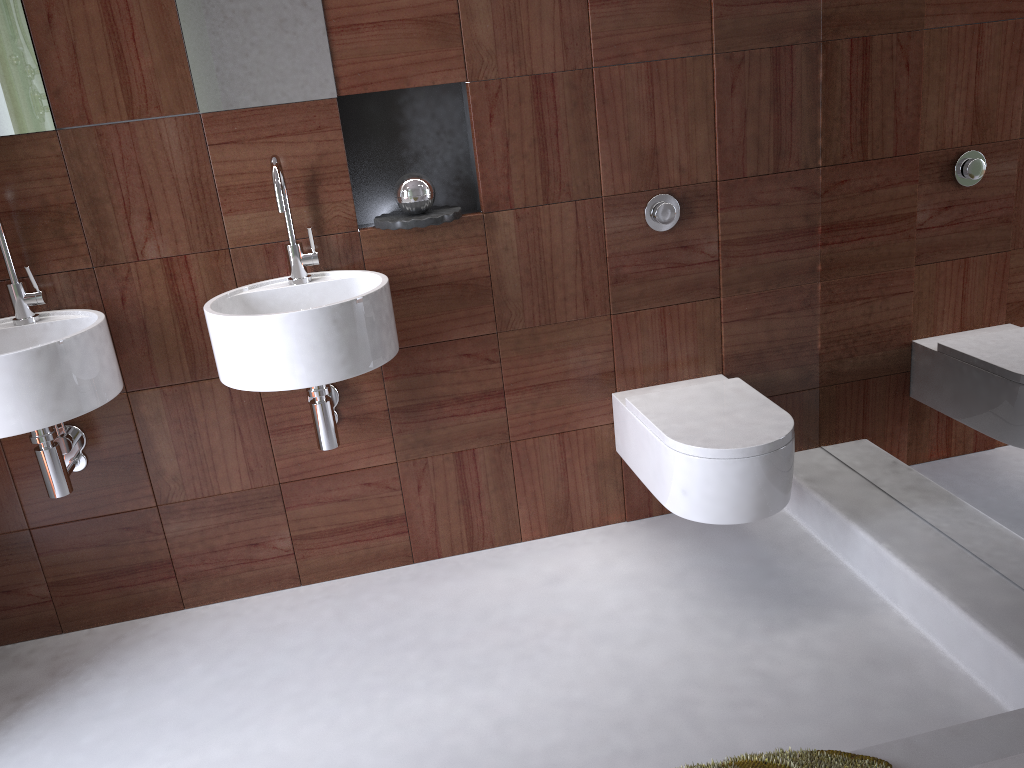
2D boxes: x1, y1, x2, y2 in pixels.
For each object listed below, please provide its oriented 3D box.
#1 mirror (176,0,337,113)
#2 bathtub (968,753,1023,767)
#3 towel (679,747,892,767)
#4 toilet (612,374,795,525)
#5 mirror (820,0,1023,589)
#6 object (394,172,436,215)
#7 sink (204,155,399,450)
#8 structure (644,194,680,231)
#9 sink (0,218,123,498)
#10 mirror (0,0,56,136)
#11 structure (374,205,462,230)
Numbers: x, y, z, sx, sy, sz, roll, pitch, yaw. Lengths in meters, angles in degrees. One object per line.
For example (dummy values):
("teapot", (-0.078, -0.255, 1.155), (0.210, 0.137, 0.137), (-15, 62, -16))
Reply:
("mirror", (-0.603, -0.952, 1.975), (0.316, 0.635, 0.010), (-10, 19, -9))
("bathtub", (0.456, 0.791, 0.656), (1.683, 0.424, 0.881), (-10, 19, -9))
("towel", (0.056, 0.704, 0.974), (0.890, 0.452, 0.349), (-12, 20, -14))
("toilet", (0.505, 0.190, 2.289), (0.329, 0.284, 0.547), (-10, 19, -9))
("mirror", (0.957, -0.623, 1.634), (0.019, 2.183, 1.433), (-10, 19, -9))
("object", (-0.848, -0.368, 2.102), (1.350, 0.104, 0.104), (-10, 19, -9))
("sink", (-0.482, -0.157, 2.039), (0.415, 0.715, 0.417), (-10, 19, -9))
("structure", (0.399, -0.449, 2.331), (0.098, 0.098, 0.034), (-10, 19, -9))
("sink", (-1.097, -0.052, 1.941), (0.415, 0.715, 0.417), (-10, 19, -9))
("mirror", (-1.220, -0.846, 1.877), (0.316, 0.635, 0.010), (-10, 19, -9))
("structure", (-0.236, -0.419, 2.230), (0.220, 0.023, 0.222), (-13, 20, -18))
